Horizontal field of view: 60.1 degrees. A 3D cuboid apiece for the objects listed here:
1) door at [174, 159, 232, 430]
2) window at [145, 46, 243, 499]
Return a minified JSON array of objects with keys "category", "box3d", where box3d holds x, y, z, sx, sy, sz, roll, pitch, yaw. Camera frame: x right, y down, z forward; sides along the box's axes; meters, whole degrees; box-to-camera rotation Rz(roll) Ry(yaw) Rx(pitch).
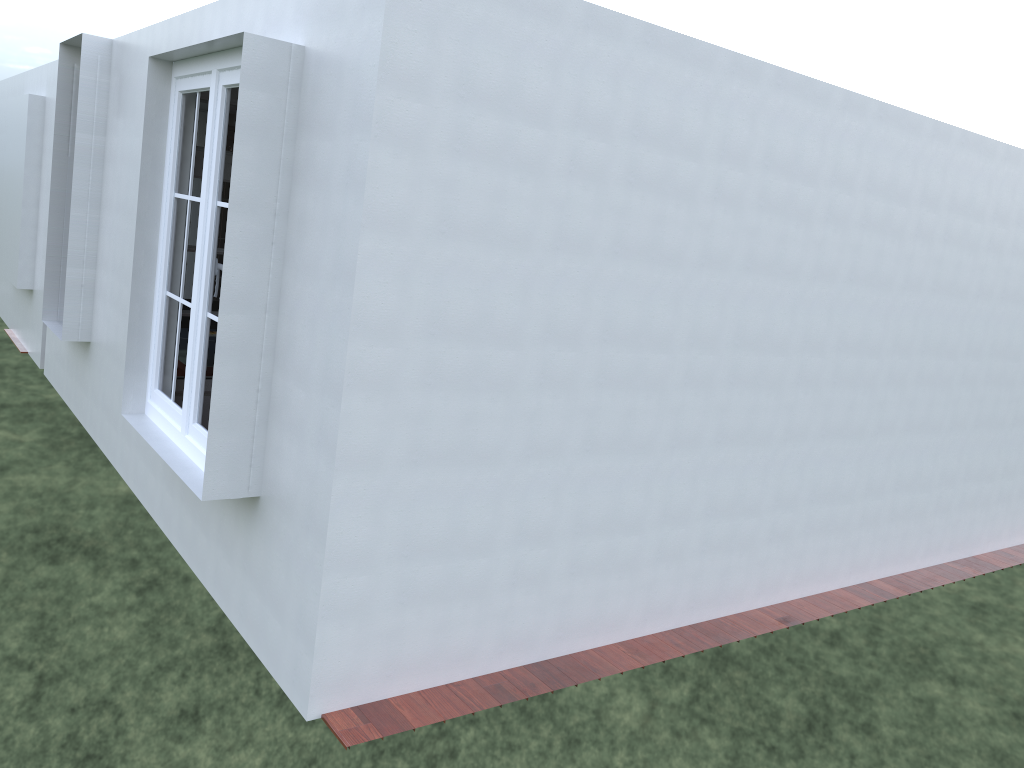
[{"category":"door","box3d":[-1.886,-0.403,6.126,1.159,2.166,0.041,2,10,-37]},{"category":"window","box3d":[-1.509,-0.632,4.435,0.127,1.970,1.540,2,10,-37]}]
